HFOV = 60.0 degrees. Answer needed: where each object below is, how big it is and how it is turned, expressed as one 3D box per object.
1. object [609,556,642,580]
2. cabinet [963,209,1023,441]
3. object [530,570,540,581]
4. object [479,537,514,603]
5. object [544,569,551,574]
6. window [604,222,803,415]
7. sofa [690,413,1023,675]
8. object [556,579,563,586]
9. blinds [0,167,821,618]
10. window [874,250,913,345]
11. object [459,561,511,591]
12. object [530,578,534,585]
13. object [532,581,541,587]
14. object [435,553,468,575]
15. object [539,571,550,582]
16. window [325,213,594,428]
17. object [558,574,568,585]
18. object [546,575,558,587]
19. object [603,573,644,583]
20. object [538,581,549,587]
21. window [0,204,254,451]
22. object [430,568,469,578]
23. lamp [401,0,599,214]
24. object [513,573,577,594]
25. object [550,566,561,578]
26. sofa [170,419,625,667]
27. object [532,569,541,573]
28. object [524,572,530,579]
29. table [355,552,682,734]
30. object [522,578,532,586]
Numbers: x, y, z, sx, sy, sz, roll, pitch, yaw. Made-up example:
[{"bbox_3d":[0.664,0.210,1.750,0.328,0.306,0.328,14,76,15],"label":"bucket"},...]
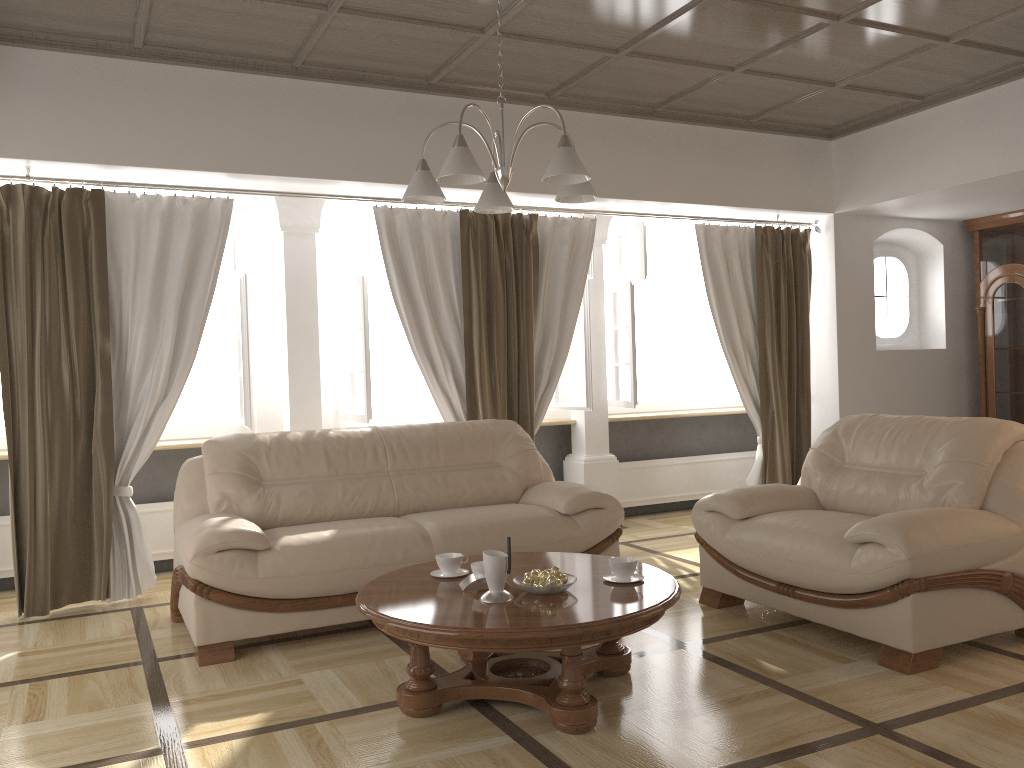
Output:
[{"bbox_3d":[0.407,0.675,3.229,0.105,0.071,0.114,-2,1,-11],"label":"object"},{"bbox_3d":[4.531,-0.215,6.416,0.587,2.298,2.360,-2,1,-26],"label":"cabinet"},{"bbox_3d":[0.082,0.674,3.109,0.040,0.039,0.038,-2,1,-41],"label":"object"},{"bbox_3d":[-0.056,0.627,3.028,0.119,0.210,0.119,-1,1,42],"label":"object"},{"bbox_3d":[0.129,0.686,3.197,0.039,0.039,0.041,-2,1,23],"label":"object"},{"bbox_3d":[1.432,-0.523,7.065,1.653,1.500,0.782,-2,1,-26],"label":"window"},{"bbox_3d":[1.613,0.608,4.025,1.052,0.900,1.318,-2,1,-26],"label":"sofa"},{"bbox_3d":[0.156,0.693,3.059,0.041,0.041,0.038,-2,1,-41],"label":"object"},{"bbox_3d":[-0.169,-0.056,5.646,5.765,2.294,0.285,-2,1,-26],"label":"blinds"},{"bbox_3d":[3.103,-0.718,7.369,0.600,0.784,0.050,-2,1,-26],"label":"window"},{"bbox_3d":[-0.099,0.665,3.209,0.178,0.133,0.104,-2,1,-11],"label":"object"},{"bbox_3d":[0.069,0.704,3.132,0.038,0.040,0.040,-2,1,24],"label":"object"},{"bbox_3d":[0.090,0.703,3.081,0.038,0.040,0.039,-2,1,-35],"label":"object"},{"bbox_3d":[-0.238,0.694,3.411,0.105,0.071,0.114,-2,1,24],"label":"object"},{"bbox_3d":[0.113,0.669,3.077,0.037,0.041,0.040,-2,1,-3],"label":"object"},{"bbox_3d":[-0.361,-0.454,6.206,1.759,1.500,0.784,-2,1,-27],"label":"window"},{"bbox_3d":[0.181,0.694,3.150,0.039,0.039,0.040,-2,1,-15],"label":"object"},{"bbox_3d":[0.136,0.675,3.031,0.038,0.042,0.038,-2,1,-18],"label":"object"},{"bbox_3d":[0.407,0.710,3.234,0.150,0.010,0.150,-2,1,-36],"label":"object"},{"bbox_3d":[0.112,0.697,3.051,0.039,0.039,0.041,-1,1,41],"label":"object"},{"bbox_3d":[-2.318,-0.378,5.240,1.600,1.500,0.781,-2,1,-26],"label":"window"},{"bbox_3d":[-0.239,0.729,3.407,0.150,0.010,0.150,-2,1,-40],"label":"object"},{"bbox_3d":[-0.019,-1.234,3.223,0.713,1.094,0.741,-2,1,-26],"label":"lamp"},{"bbox_3d":[0.117,0.706,3.120,0.227,0.039,0.227,-2,1,-1],"label":"object"},{"bbox_3d":[0.154,0.667,3.143,0.038,0.044,0.038,-2,1,-20],"label":"object"},{"bbox_3d":[-0.588,0.674,4.509,2.135,0.900,1.051,-2,1,-26],"label":"sofa"},{"bbox_3d":[0.090,0.687,3.196,0.040,0.040,0.038,-1,1,43],"label":"object"},{"bbox_3d":[0.062,0.692,3.169,0.041,0.038,0.039,-2,1,18],"label":"object"},{"bbox_3d":[0.028,0.923,3.237,1.169,0.392,1.167,-2,1,-30],"label":"table"},{"bbox_3d":[0.052,0.699,3.097,0.037,0.040,0.041,-2,1,-13],"label":"object"}]
